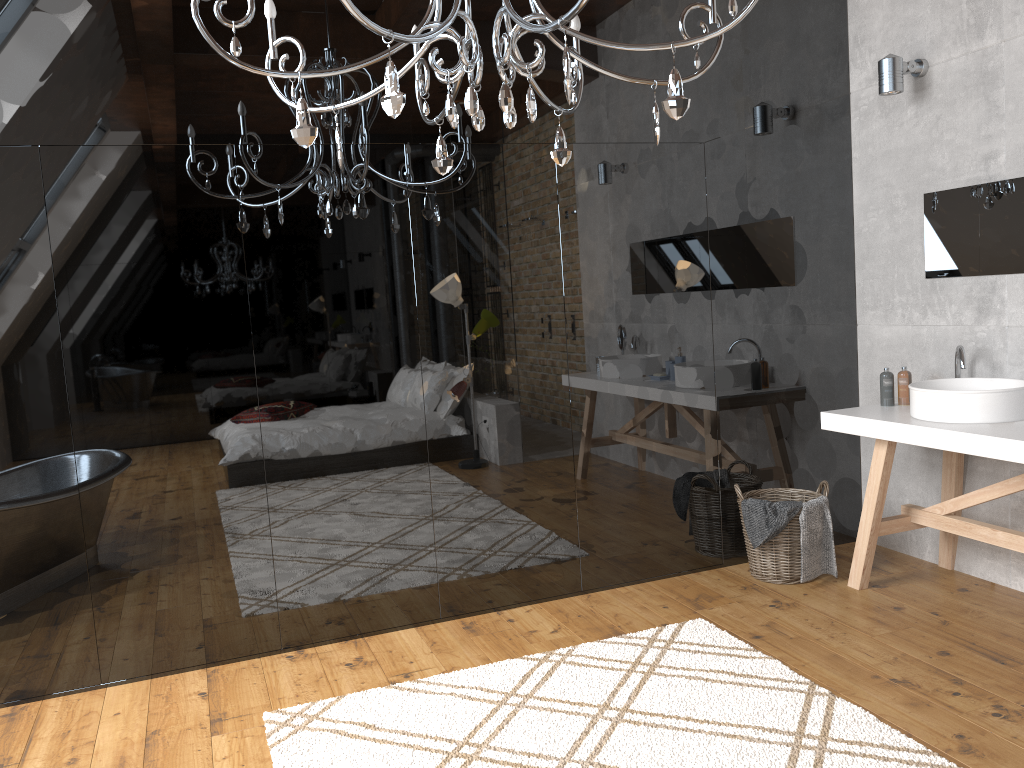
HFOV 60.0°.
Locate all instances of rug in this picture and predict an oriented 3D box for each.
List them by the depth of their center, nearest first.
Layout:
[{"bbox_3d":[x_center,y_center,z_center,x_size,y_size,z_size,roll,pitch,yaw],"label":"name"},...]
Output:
[{"bbox_3d":[0.507,1.141,1.842,1.726,0.019,3.139,-6,6,-20],"label":"rug"}]

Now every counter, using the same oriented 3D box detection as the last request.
[{"bbox_3d":[2.023,0.540,3.099,0.630,0.765,2.011,-6,6,-20],"label":"counter"}]

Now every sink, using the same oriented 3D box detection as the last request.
[{"bbox_3d":[1.819,0.063,3.525,0.442,0.128,0.445,-8,7,-38],"label":"sink"}]

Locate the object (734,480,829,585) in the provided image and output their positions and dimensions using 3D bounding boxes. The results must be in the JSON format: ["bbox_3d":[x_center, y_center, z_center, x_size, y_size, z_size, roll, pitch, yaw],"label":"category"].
[{"bbox_3d":[1.242,0.666,4.076,0.393,0.432,0.393,-7,6,-28],"label":"object"}]

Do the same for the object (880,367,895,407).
[{"bbox_3d":[1.659,0.013,3.921,0.058,0.172,0.058,-9,7,-41],"label":"object"}]

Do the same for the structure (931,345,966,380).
[{"bbox_3d":[1.870,-0.032,3.737,0.141,0.268,0.242,-5,6,-15],"label":"structure"}]

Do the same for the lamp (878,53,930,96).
[{"bbox_3d":[1.708,-1.353,3.868,0.243,0.168,0.101,-6,6,-20],"label":"lamp"}]

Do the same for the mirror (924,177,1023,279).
[{"bbox_3d":[2.169,-0.599,3.111,0.007,0.377,1.838,-6,6,-20],"label":"mirror"}]

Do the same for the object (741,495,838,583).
[{"bbox_3d":[1.220,0.681,4.033,0.357,0.361,0.378,-5,6,-15],"label":"object"}]

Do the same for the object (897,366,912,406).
[{"bbox_3d":[1.734,0.009,3.915,0.058,0.172,0.058,-8,7,-34],"label":"object"}]

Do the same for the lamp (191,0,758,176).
[{"bbox_3d":[-0.103,-1.448,2.384,1.409,1.594,1.409,-4,6,3],"label":"lamp"}]
